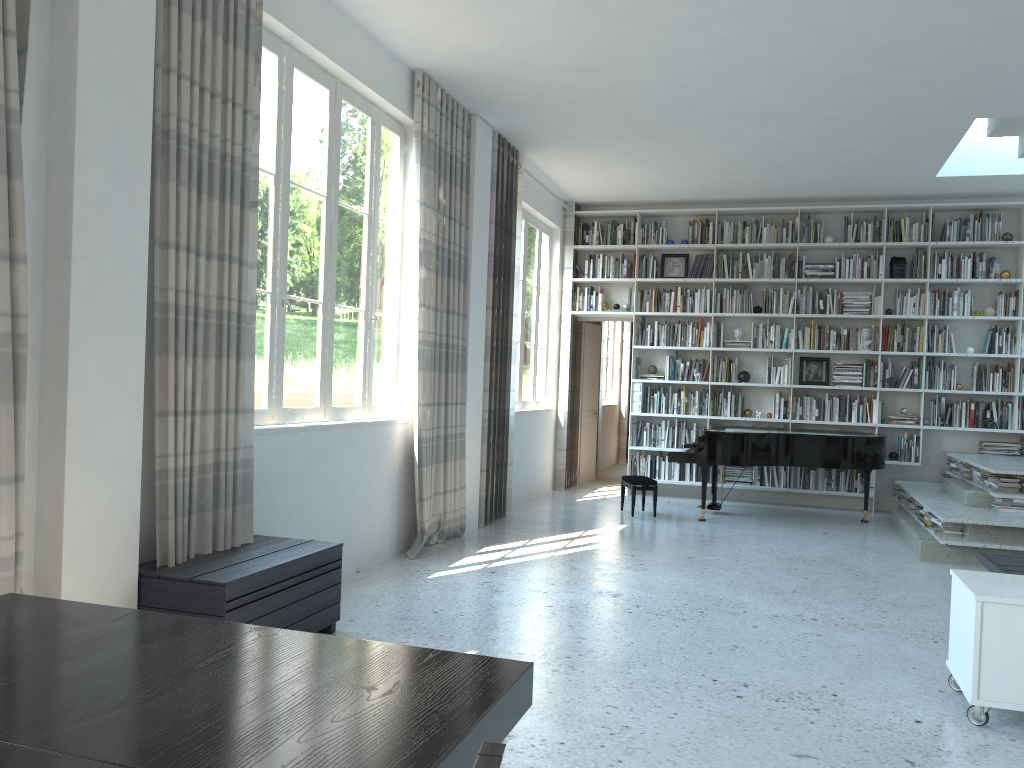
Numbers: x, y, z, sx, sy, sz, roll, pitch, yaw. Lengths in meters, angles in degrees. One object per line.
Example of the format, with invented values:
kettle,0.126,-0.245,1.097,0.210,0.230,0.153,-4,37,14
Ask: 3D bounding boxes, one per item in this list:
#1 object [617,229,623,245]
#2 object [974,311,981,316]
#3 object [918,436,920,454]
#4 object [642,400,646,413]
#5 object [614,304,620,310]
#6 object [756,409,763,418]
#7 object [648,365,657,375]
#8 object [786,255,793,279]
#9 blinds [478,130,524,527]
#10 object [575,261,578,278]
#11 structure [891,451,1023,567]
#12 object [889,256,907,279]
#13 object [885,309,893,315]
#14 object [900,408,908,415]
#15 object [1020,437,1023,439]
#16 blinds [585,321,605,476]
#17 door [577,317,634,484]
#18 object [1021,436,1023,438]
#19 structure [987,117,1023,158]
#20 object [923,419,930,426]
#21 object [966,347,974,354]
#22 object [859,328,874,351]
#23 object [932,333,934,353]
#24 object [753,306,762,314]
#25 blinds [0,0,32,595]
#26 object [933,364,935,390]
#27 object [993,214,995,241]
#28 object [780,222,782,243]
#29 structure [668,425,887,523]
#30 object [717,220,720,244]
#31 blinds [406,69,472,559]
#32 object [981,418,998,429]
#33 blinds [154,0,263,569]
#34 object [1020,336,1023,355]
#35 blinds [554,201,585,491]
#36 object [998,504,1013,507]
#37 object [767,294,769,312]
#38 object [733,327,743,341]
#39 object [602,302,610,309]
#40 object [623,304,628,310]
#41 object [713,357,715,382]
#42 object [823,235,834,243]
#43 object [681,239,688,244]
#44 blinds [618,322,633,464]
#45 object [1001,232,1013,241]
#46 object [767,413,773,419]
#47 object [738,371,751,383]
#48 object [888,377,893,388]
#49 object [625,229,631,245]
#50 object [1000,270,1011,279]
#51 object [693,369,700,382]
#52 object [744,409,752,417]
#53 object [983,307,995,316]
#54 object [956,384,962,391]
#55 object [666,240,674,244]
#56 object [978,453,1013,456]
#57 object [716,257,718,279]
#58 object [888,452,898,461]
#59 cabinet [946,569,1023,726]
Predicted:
object,1.198,-1.614,9.817,0.067,0.198,0.067,2,1,-31
object,4.652,-0.697,8.875,0.068,0.068,0.068,2,0,-5
object,4.123,0.663,8.987,0.011,0.260,0.142,2,1,17
object,1.451,0.247,9.749,0.045,0.146,0.045,2,1,-34
object,1.178,-0.866,9.959,0.071,0.072,0.071,2,0,-5
object,2.637,0.317,9.450,0.060,0.095,0.078,3,1,34
object,1.561,-0.155,9.839,0.105,0.106,0.105,2,0,-5
object,2.915,-1.222,9.293,0.075,0.255,0.075,2,1,-4
blinds,-0.126,-0.446,7.590,0.140,3.231,0.776,2,1,17
object,0.723,-1.326,10.101,0.035,0.295,0.176,2,1,17
structure,4.774,1.035,7.388,2.899,0.659,3.112,2,0,17
object,3.938,-1.181,9.048,0.135,0.248,0.135,2,1,7
object,3.845,-0.734,9.048,0.071,0.072,0.071,2,1,-24
object,3.983,0.278,9.009,0.071,0.072,0.071,2,1,-24
object,5.188,0.541,8.753,0.285,0.005,0.159,2,0,17
blinds,1.039,-0.408,11.386,0.140,3.231,0.776,2,1,17
door,1.119,0.225,10.574,0.834,1.981,0.786,2,1,17
object,5.185,0.530,8.741,0.285,0.005,0.159,2,0,22
structure,4.856,-0.657,6.959,2.613,3.382,1.954,2,1,17
object,4.217,0.387,9.020,0.071,0.072,0.071,2,1,-24
object,4.586,-0.333,8.873,0.071,0.072,0.071,2,1,-24
object,3.627,-0.453,9.079,0.137,0.244,0.138,2,1,-17
object,4.272,-0.413,9.024,0.013,0.208,0.140,2,1,17
object,2.626,-0.788,9.489,0.097,0.098,0.097,2,1,-24
blinds,-1.669,-0.410,2.488,0.359,3.053,0.846,2,1,21
object,4.291,-0.073,9.037,0.007,0.266,0.135,2,1,17
object,4.802,-1.541,8.862,0.006,0.298,0.129,2,1,17
object,2.871,-1.588,9.455,0.010,0.247,0.157,2,1,17
structure,2.521,0.856,8.397,1.918,0.833,1.334,2,0,17
object,2.247,-1.631,9.650,0.012,0.285,0.159,2,1,17
blinds,-0.512,-0.477,6.315,0.183,3.262,1.026,2,1,16
object,4.697,0.387,8.718,0.160,0.114,0.064,2,1,5
blinds,-1.288,-0.502,3.747,0.132,3.262,0.722,2,1,16
object,4.997,-0.422,8.629,0.075,0.288,0.087,2,1,-38
blinds,0.693,-0.419,10.259,0.140,3.231,0.776,2,1,17
object,3.886,0.942,6.876,0.204,0.004,0.140,2,0,20
object,2.739,-0.849,9.507,0.010,0.225,0.142,2,1,17
object,2.444,-0.541,9.587,0.095,0.157,0.121,3,1,31
object,1.054,-0.879,9.947,0.087,0.088,0.086,2,1,-24
object,1.274,-0.863,9.909,0.071,0.072,0.071,2,0,-5
object,2.207,-0.154,9.678,0.012,0.270,0.130,2,1,17
object,3.311,-1.500,9.273,0.105,0.106,0.104,2,0,-5
object,1.893,-1.543,9.720,0.082,0.083,0.082,2,0,-5
blinds,1.858,-0.382,14.055,0.140,3.231,0.776,2,1,17
object,4.878,-1.441,8.737,0.104,0.105,0.104,2,1,-24
object,2.743,0.336,9.442,0.061,0.062,0.061,2,1,-24
object,2.500,-0.075,9.550,0.134,0.135,0.133,2,1,-24
object,3.838,-0.013,8.990,0.054,0.113,0.079,2,1,16
object,1.276,-1.611,9.793,0.067,0.198,0.067,2,1,-31
object,4.867,-1.072,8.748,0.100,0.102,0.100,2,0,-5
object,1.991,-0.096,9.561,0.081,0.140,0.044,2,1,1
object,2.542,0.314,9.549,0.091,0.092,0.091,2,0,-5
object,4.769,-0.714,8.864,0.111,0.113,0.111,2,0,-5
object,4.500,0.032,8.937,0.071,0.072,0.071,2,1,-24
object,1.743,-1.549,9.766,0.082,0.083,0.082,2,0,-5
object,4.856,0.704,8.842,0.345,0.007,0.193,2,0,12
object,2.233,-1.248,9.654,0.012,0.254,0.161,2,1,17
object,3.883,0.737,9.026,0.094,0.095,0.093,2,1,-24
cabinet,1.900,1.007,3.356,0.380,0.487,0.502,2,0,17
